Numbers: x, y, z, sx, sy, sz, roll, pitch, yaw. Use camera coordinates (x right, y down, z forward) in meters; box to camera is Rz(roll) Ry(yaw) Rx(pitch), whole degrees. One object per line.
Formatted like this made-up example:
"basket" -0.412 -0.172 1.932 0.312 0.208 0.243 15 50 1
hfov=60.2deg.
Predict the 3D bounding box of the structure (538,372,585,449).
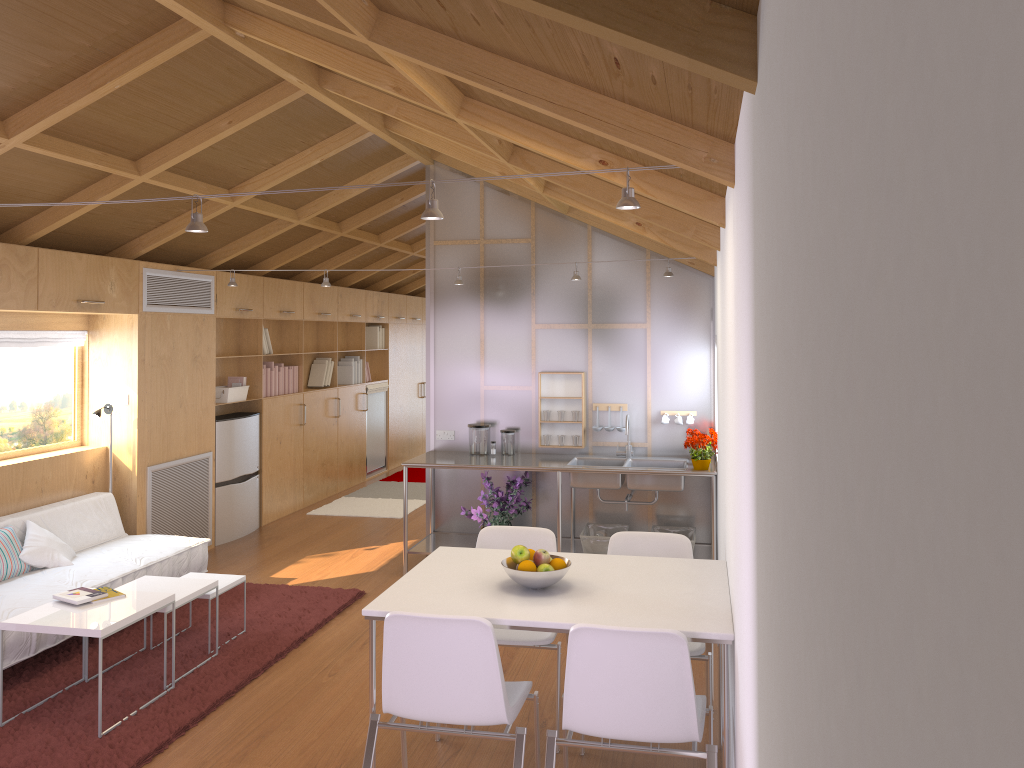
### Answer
"structure" 0.360 0.188 6.434 0.328 0.546 0.076 0 -1 12

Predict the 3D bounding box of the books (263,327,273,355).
"books" -2.257 -0.408 7.856 0.175 0.297 0.279 0 1 12

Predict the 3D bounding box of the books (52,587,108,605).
"books" -1.970 0.965 4.034 0.193 0.016 0.152 2 4 32

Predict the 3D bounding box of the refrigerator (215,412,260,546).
"refrigerator" -2.334 0.760 7.325 0.261 0.988 0.713 0 0 12

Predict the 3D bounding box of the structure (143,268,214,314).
"structure" -2.431 -0.671 6.483 0.013 0.301 0.903 0 3 12

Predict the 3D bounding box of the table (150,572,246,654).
"table" -1.682 1.226 4.761 0.342 0.309 0.369 0 1 12

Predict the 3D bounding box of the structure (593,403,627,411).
"structure" 0.708 0.168 6.391 0.250 0.051 0.016 0 -1 12

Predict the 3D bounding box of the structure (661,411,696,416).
"structure" 1.181 0.209 6.276 0.250 0.032 0.041 1 2 12

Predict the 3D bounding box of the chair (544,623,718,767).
"chair" 0.381 1.107 2.814 0.531 0.787 0.546 0 0 12

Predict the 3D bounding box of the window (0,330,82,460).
"window" -3.127 0.069 5.344 0.035 0.790 1.497 0 2 12

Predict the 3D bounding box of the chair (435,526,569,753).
"chair" -0.009 1.051 3.826 0.531 0.787 0.546 0 0 12

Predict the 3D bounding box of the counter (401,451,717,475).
"counter" 0.340 0.541 6.144 2.109 0.021 0.650 1 3 12

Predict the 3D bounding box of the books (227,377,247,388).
"books" -2.329 0.034 7.455 0.150 0.193 0.088 0 0 12

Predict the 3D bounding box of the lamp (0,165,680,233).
"lamp" -1.231 -0.577 2.933 3.828 0.153 0.072 1 0 12

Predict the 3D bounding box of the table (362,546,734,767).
"table" 0.183 1.104 3.254 1.209 0.743 0.899 0 1 12

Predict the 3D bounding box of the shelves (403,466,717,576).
"shelves" 0.341 0.936 6.135 2.092 0.754 0.632 0 1 12

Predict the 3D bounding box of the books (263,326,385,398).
"books" -1.944 -0.297 9.273 0.189 0.658 3.111 0 3 12

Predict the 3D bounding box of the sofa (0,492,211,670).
"sofa" -2.598 1.092 4.648 0.862 0.629 2.356 0 3 12

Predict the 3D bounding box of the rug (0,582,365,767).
"rug" -2.129 1.403 4.652 1.885 0.020 2.482 1 3 12

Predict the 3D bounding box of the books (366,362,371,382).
"books" -1.746 -0.170 10.219 0.175 0.297 0.279 0 1 12

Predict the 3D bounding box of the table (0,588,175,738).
"table" -1.863 1.210 3.920 0.485 0.439 0.524 0 1 12

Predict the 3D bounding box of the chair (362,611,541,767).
"chair" -0.200 1.102 2.938 0.531 0.787 0.546 0 0 12

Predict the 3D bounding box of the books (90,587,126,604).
"books" -1.905 0.978 4.090 0.193 0.016 0.152 3 4 42

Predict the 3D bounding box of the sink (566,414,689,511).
"sink" 0.803 0.538 6.071 0.810 0.641 0.563 0 1 12

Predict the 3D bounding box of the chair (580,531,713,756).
"chair" 0.573 1.056 3.701 0.531 0.787 0.546 0 0 12

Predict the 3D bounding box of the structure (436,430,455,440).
"structure" -0.501 0.385 6.650 0.142 0.071 0.011 0 -1 12

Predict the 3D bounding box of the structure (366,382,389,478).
"structure" -1.713 0.525 10.424 0.315 1.080 0.725 0 0 12

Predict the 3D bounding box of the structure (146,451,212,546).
"structure" -2.421 0.908 6.472 0.013 0.722 0.819 0 1 12

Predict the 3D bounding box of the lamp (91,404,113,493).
"lamp" -2.669 0.730 5.860 0.182 1.199 0.254 0 -1 -12

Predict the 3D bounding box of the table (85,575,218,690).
"table" -1.766 1.211 4.370 0.424 0.383 0.459 0 1 12

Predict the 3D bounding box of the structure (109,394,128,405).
"structure" -2.674 0.105 6.012 0.142 0.071 0.011 0 -1 12

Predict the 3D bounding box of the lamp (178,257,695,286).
"lamp" -0.561 -0.755 6.053 3.828 0.153 0.072 1 0 12
